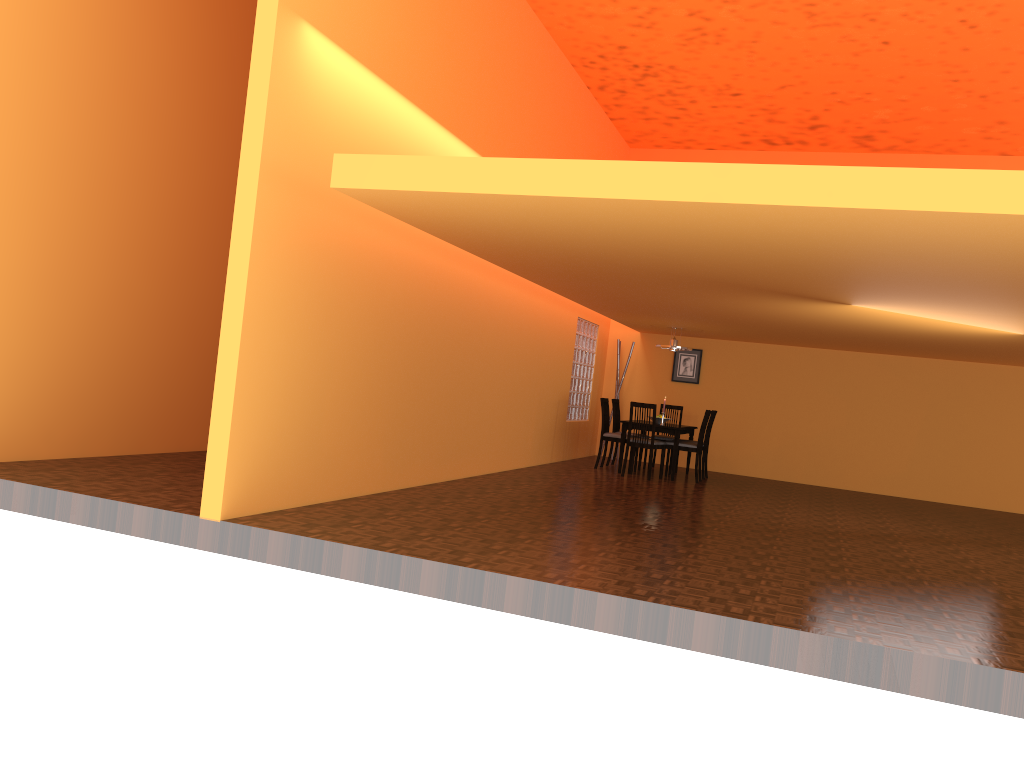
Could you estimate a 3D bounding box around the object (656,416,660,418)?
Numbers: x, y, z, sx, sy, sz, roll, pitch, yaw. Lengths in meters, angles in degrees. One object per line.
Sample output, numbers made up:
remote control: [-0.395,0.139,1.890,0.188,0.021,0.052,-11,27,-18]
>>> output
object: [1.645,0.400,10.121,0.089,0.076,0.087,7,0,25]

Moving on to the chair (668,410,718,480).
chair: [2.109,0.684,10.333,0.465,0.809,0.373,7,0,19]

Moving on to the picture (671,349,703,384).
picture: [2.301,-0.242,11.666,0.361,0.456,0.014,7,0,19]

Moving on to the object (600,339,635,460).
object: [1.394,0.210,11.698,0.308,1.589,0.226,7,0,41]

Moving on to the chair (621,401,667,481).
chair: [1.418,0.608,9.498,0.373,0.809,0.465,7,0,24]

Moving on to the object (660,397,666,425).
object: [1.685,0.293,9.862,0.044,0.326,0.044,6,0,8]

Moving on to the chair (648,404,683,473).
chair: [1.904,0.659,10.876,0.373,0.809,0.465,6,0,14]

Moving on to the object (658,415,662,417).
object: [1.705,0.386,10.206,0.069,0.066,0.069,7,0,29]

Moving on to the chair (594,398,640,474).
chair: [1.202,0.582,10.042,0.465,0.809,0.373,7,0,19]

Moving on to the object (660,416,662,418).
object: [1.695,0.386,10.041,0.046,0.046,0.055,6,0,2]

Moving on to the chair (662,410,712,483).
chair: [1.920,0.664,9.789,0.465,0.809,0.373,7,0,19]

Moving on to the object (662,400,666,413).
object: [1.784,0.302,10.402,0.044,0.326,0.044,6,0,8]

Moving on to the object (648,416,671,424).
object: [1.680,0.419,10.137,0.337,0.072,0.337,6,0,-15]

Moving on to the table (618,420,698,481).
table: [1.669,0.748,10.172,0.697,0.584,1.259,7,0,19]

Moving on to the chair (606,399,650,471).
chair: [1.390,0.602,10.587,0.465,0.809,0.373,7,0,19]

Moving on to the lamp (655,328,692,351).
lamp: [1.918,-0.527,10.470,0.435,0.274,0.435,7,0,41]
